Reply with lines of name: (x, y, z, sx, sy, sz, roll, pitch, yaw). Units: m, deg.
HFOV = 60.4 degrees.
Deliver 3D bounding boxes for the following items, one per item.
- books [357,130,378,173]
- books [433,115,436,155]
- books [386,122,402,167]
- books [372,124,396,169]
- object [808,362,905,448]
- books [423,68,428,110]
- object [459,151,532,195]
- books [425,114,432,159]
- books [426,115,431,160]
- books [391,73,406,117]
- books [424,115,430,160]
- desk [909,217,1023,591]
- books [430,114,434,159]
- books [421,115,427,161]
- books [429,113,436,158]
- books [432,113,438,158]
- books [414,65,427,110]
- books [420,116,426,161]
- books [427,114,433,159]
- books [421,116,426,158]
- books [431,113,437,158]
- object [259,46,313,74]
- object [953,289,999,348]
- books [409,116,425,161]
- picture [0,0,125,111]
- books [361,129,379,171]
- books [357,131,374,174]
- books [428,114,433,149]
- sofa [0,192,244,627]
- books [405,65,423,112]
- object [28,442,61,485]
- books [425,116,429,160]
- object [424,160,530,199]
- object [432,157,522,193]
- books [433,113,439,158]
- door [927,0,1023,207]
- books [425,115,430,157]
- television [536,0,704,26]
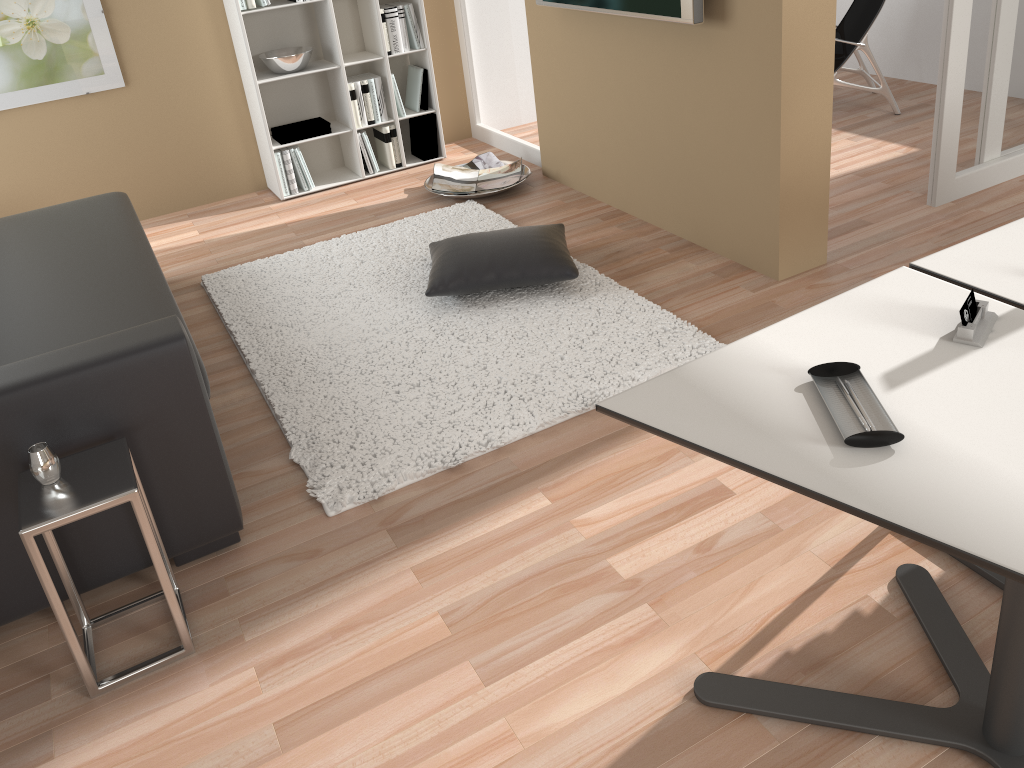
books: (-0.882, -1.402, 5.262, 0.059, 0.246, 0.215, -18, 29, -21)
books: (-0.519, -1.544, 5.429, 0.032, 0.256, 0.218, -18, 29, -21)
books: (-0.738, -1.459, 5.328, 0.041, 0.246, 0.215, -18, 29, -21)
books: (-0.772, -1.444, 5.309, 0.041, 0.246, 0.215, -18, 29, -21)
object: (0.552, 0.030, 1.424, 0.089, 0.029, 0.227, -5, 30, 5)
books: (-0.553, -1.800, 5.344, 0.043, 0.227, 0.218, -18, 29, -21)
object: (-0.154, -1.150, 4.866, 0.347, 0.092, 0.517, -20, 32, -21)
books: (-0.543, -1.535, 5.418, 0.032, 0.256, 0.218, -18, 29, -21)
books: (-0.548, -1.533, 5.416, 0.032, 0.256, 0.218, -18, 29, -21)
books: (-0.712, -1.730, 5.239, 0.061, 0.247, 0.215, -18, 29, -21)
books: (-0.558, -1.529, 5.412, 0.032, 0.256, 0.218, -18, 29, -21)
desk: (1.778, -0.067, 2.011, 1.624, 0.655, 0.833, -20, 31, -22)
books: (-0.531, -1.544, 5.426, 0.032, 0.258, 0.221, -18, 29, -21)
books: (-0.574, -1.527, 5.407, 0.032, 0.258, 0.221, -18, 29, -21)
books: (-0.523, -1.544, 5.425, 0.032, 0.260, 0.224, -18, 29, -21)
books: (-0.510, -1.550, 5.432, 0.032, 0.261, 0.227, -18, 29, -21)
books: (-0.560, -1.799, 5.340, 0.043, 0.231, 0.227, -18, 30, -21)
books: (-0.581, -1.520, 5.400, 0.032, 0.257, 0.219, -18, 29, -21)
books: (-0.538, -1.536, 5.419, 0.032, 0.257, 0.219, -18, 29, -21)
books: (-0.579, -1.526, 5.405, 0.032, 0.258, 0.221, -18, 29, -21)
books: (-0.514, -1.546, 5.431, 0.032, 0.256, 0.218, -18, 29, -21)
object: (-1.256, -1.808, 4.936, 0.301, 0.102, 0.312, 9, 33, 26)
object: (0.848, -0.125, 1.603, 0.049, 0.053, 0.135, 14, 35, 34)
books: (-0.586, -1.518, 5.399, 0.032, 0.256, 0.218, -18, 29, -21)
picture: (-2.476, -1.806, 4.394, 0.828, 0.778, 0.019, -20, 28, -23)
books: (-0.875, -1.416, 5.281, 0.059, 0.246, 0.215, -18, 29, -21)
books: (-0.907, -1.396, 5.254, 0.061, 0.247, 0.215, -18, 29, -21)
books: (-0.535, -1.542, 5.424, 0.032, 0.258, 0.221, -18, 29, -21)
sofa: (-1.654, -0.250, 2.922, 0.964, 0.796, 2.340, -19, 32, -21)
books: (-0.592, -1.791, 5.327, 0.086, 0.234, 0.215, -18, 29, -21)
object: (-1.004, 0.172, 1.889, 0.058, 0.082, 0.060, 10, 32, 31)
books: (-0.562, -1.528, 5.410, 0.032, 0.256, 0.218, -18, 29, -21)
object: (-0.187, -1.105, 4.829, 0.593, 0.061, 0.606, 16, 37, 34)
object: (-0.192, -1.138, 4.830, 0.498, 0.092, 0.360, -5, 30, 4)
books: (-0.504, -1.550, 5.435, 0.032, 0.256, 0.218, -18, 29, -21)
door: (2.237, -2.110, 3.591, 1.205, 2.524, 0.062, -20, 28, -23)
books: (-0.553, -1.534, 5.413, 0.032, 0.261, 0.227, -18, 29, -21)
television: (0.381, -1.817, 3.610, 0.055, 0.551, 1.217, -18, 31, -21)
